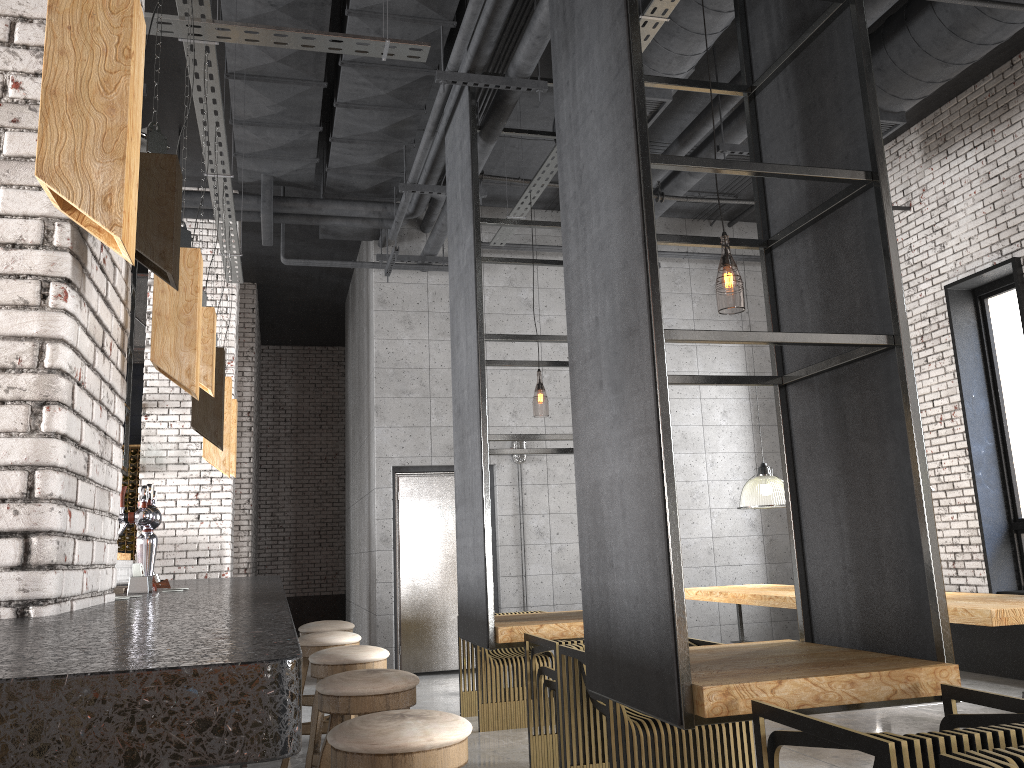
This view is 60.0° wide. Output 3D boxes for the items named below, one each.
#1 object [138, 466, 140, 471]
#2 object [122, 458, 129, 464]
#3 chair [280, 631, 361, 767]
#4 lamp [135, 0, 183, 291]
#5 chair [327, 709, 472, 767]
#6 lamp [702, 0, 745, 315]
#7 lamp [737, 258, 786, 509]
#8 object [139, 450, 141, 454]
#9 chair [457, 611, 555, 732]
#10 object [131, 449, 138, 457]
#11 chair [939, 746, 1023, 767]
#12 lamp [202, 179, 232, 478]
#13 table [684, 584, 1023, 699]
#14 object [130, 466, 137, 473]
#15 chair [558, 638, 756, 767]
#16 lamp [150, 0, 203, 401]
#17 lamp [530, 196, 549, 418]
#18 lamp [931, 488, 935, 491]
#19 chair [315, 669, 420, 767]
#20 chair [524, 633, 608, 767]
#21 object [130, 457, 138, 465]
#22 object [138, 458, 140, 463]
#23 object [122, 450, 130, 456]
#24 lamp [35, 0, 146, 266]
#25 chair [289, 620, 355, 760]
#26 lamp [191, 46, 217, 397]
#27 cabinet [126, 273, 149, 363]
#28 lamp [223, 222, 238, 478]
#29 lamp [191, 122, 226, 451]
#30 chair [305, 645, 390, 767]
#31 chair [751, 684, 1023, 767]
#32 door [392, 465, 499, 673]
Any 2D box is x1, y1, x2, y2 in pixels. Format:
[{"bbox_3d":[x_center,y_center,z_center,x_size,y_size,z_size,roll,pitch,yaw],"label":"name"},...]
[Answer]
[{"bbox_3d":[-4.599,1.052,10.994,0.079,0.079,0.282,1,-11,-15],"label":"object"},{"bbox_3d":[-4.786,0.947,10.968,0.079,0.079,0.282,1,-11,-15],"label":"object"},{"bbox_3d":[-0.993,1.690,4.544,0.439,0.809,0.478,1,-12,-16],"label":"chair"},{"bbox_3d":[-0.873,-0.918,2.191,0.127,1.401,0.127,1,-12,-15],"label":"lamp"},{"bbox_3d":[-0.241,1.168,1.976,0.480,0.809,0.437,3,-13,-26],"label":"chair"},{"bbox_3d":[0.819,-1.066,3.602,0.108,1.605,0.108,-10,-14,31],"label":"lamp"},{"bbox_3d":[2.256,-0.068,8.240,0.536,2.416,0.535,-8,-13,26],"label":"lamp"},{"bbox_3d":[-4.613,0.849,11.056,0.079,0.079,0.282,1,-11,-15],"label":"object"},{"bbox_3d":[0.000,2.047,6.402,0.657,0.733,0.636,1,-12,-15],"label":"chair"},{"bbox_3d":[-4.709,0.852,11.050,0.079,0.079,0.282,1,-11,-15],"label":"object"},{"bbox_3d":[1.284,1.064,1.528,0.657,0.733,0.636,0,-12,-12],"label":"chair"},{"bbox_3d":[-1.522,-0.318,4.628,0.127,1.613,0.127,1,-12,-15],"label":"lamp"},{"bbox_3d":[2.580,2.002,6.823,1.000,0.766,4.119,1,-11,-15],"label":"table"},{"bbox_3d":[-4.695,1.055,10.988,0.079,0.079,0.282,1,-11,-15],"label":"object"},{"bbox_3d":[0.637,1.563,4.002,0.657,0.733,0.636,1,-12,-15],"label":"chair"},{"bbox_3d":[-1.033,-0.720,2.790,0.127,1.553,0.127,1,-12,-15],"label":"lamp"},{"bbox_3d":[0.162,-0.567,6.073,0.108,1.605,0.108,-6,-12,17],"label":"lamp"},{"bbox_3d":[2.690,-0.397,6.609,0.536,2.416,0.535,-7,-13,21],"label":"lamp"},{"bbox_3d":[-0.430,1.339,2.828,0.438,0.809,0.479,-10,-14,33],"label":"chair"},{"bbox_3d":[0.470,1.705,4.711,0.657,0.733,0.636,0,-12,-14],"label":"chair"},{"bbox_3d":[-4.700,0.952,11.010,0.079,0.079,0.282,1,-11,-15],"label":"object"},{"bbox_3d":[-4.612,0.955,11.048,0.079,0.079,0.282,1,-11,-15],"label":"object"},{"bbox_3d":[-4.795,0.848,11.008,0.079,0.079,0.282,1,-11,-15],"label":"object"},{"bbox_3d":[-0.707,-0.968,1.561,0.127,1.553,0.127,1,-12,-15],"label":"lamp"},{"bbox_3d":[-1.085,1.861,5.422,0.479,0.809,0.438,-13,-16,43],"label":"chair"},{"bbox_3d":[-1.199,-0.658,3.418,0.127,1.425,0.127,1,-12,-15],"label":"lamp"},{"bbox_3d":[-6.949,-0.413,10.099,5.863,1.776,0.679,0,-12,-15],"label":"cabinet"},{"bbox_3d":[-1.687,-0.223,5.249,0.127,1.553,0.127,1,-12,-15],"label":"lamp"},{"bbox_3d":[-1.360,-0.471,4.020,0.127,1.553,0.127,1,-12,-15],"label":"lamp"},{"bbox_3d":[-0.632,1.519,3.730,0.438,0.809,0.479,3,-13,-26],"label":"chair"},{"bbox_3d":[1.090,1.212,2.259,0.657,0.733,0.636,0,-12,-13],"label":"chair"},{"bbox_3d":[-0.705,1.904,9.177,1.120,2.111,0.158,1,-12,-15],"label":"door"}]
